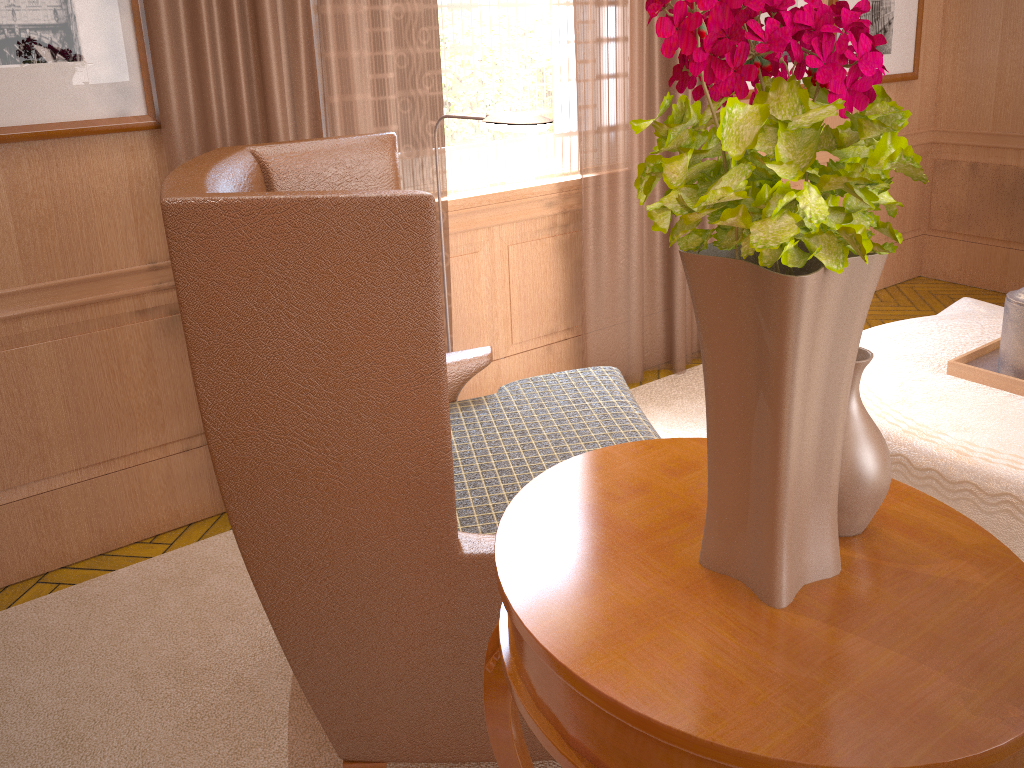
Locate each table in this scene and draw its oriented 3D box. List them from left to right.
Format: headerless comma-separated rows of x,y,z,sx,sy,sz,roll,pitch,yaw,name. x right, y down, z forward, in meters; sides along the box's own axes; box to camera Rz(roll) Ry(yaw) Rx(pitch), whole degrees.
0.476,0.959,1.839,0.934,1.329,1.065,-12,20,-26,table

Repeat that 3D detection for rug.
2.326,1.442,2.236,6.081,0.019,8.132,-17,26,-32,rug

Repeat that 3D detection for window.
-0.377,-2.763,5.100,2.468,3.272,0.863,-15,20,-34,window

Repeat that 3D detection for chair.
-0.161,0.165,3.110,1.723,1.911,1.974,-6,19,-9,chair

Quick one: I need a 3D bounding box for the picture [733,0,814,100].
1.778,-2.659,6.218,1.267,1.210,0.048,-16,21,-34,picture

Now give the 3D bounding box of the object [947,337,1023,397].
2.301,-0.076,3.592,0.812,0.058,0.653,-17,26,-32,object

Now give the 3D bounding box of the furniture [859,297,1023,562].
2.256,0.391,3.673,1.981,0.871,1.990,-18,26,-35,furniture

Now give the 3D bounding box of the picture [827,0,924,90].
2.918,-3.019,6.997,1.267,1.210,0.048,-16,21,-34,picture

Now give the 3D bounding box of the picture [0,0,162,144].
-2.040,-1.616,3.566,1.064,1.210,0.048,-15,20,-34,picture

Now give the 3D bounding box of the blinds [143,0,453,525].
-0.991,-1.685,4.208,1.447,4.649,0.271,-14,19,-33,blinds

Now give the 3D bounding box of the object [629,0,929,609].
0.452,-0.183,1.501,0.532,1.055,0.464,-15,21,-35,object

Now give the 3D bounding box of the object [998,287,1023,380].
2.075,-0.218,3.482,0.235,0.380,0.242,4,19,21,object

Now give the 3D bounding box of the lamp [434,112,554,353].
-0.051,-0.190,3.922,0.630,1.963,0.581,2,17,16,lamp

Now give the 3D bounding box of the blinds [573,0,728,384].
0.891,-2.286,5.497,1.468,4.639,0.271,-15,20,-35,blinds

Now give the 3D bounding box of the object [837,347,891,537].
0.637,0.108,1.704,0.186,0.346,0.192,-3,17,-2,object
